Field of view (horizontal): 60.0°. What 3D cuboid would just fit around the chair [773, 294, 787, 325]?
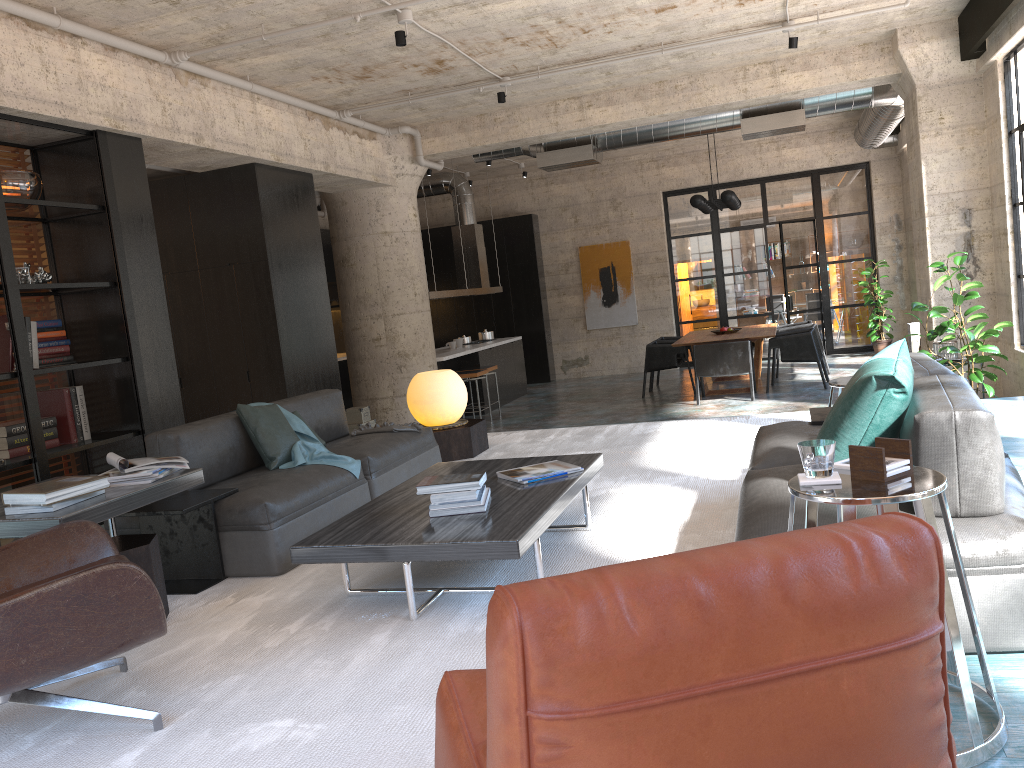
[{"bbox_3d":[5.651,-1.380,18.628,0.684,1.015,0.653,-11,7,-38],"label":"chair"}]

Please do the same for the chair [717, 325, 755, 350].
[{"bbox_3d":[3.457,-0.505,13.742,0.707,0.738,0.754,-5,6,18],"label":"chair"}]

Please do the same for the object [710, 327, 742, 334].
[{"bbox_3d":[2.987,-0.747,12.359,0.435,0.079,0.435,-11,7,-36],"label":"object"}]

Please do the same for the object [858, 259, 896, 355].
[{"bbox_3d":[5.808,-1.218,14.104,0.514,1.552,0.886,-5,6,15],"label":"object"}]

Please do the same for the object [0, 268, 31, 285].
[{"bbox_3d":[-3.077,-0.673,5.234,0.200,0.200,0.409,-4,6,28],"label":"object"}]

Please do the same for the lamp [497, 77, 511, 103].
[{"bbox_3d":[-0.074,-2.777,8.377,0.141,0.215,0.107,-7,6,0],"label":"lamp"}]

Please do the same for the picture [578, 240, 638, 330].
[{"bbox_3d":[1.721,-1.758,15.854,0.928,1.494,0.029,-5,6,18],"label":"picture"}]

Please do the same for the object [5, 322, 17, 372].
[{"bbox_3d":[-2.999,-0.227,5.380,0.099,0.301,0.099,-5,6,12],"label":"object"}]

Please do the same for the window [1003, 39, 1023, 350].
[{"bbox_3d":[4.152,-1.456,6.946,0.081,2.530,1.780,-5,6,18],"label":"window"}]

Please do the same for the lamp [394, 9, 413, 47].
[{"bbox_3d":[-0.754,-2.483,6.188,0.141,0.215,0.107,-7,6,0],"label":"lamp"}]

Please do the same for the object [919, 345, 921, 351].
[{"bbox_3d":[4.622,-0.406,9.825,0.415,0.333,0.248,-11,7,-36],"label":"object"}]

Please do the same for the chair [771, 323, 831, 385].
[{"bbox_3d":[3.993,-0.429,12.328,0.754,0.738,0.707,-4,6,23],"label":"chair"}]

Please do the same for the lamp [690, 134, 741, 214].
[{"bbox_3d":[2.754,-3.059,12.144,0.583,1.327,1.813,-5,6,18],"label":"lamp"}]

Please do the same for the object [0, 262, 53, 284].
[{"bbox_3d":[-3.146,-0.705,5.778,0.323,0.177,0.322,-5,6,18],"label":"object"}]

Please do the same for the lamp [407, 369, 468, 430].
[{"bbox_3d":[-0.568,0.112,6.758,0.462,0.417,0.462,-12,8,-44],"label":"lamp"}]

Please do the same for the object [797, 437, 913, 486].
[{"bbox_3d":[0.838,0.181,2.195,0.287,0.096,0.206,-10,7,-32],"label":"object"}]

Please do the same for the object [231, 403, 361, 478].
[{"bbox_3d":[-1.291,0.325,5.037,0.985,0.438,0.444,-1,8,44],"label":"object"}]

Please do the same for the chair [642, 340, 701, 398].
[{"bbox_3d":[2.221,-0.241,12.518,0.754,0.738,0.707,-5,6,18],"label":"chair"}]

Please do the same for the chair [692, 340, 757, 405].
[{"bbox_3d":[2.699,-0.173,11.251,0.707,0.738,0.754,-5,6,18],"label":"chair"}]

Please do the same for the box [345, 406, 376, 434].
[{"bbox_3d":[-1.433,0.440,8.324,0.280,0.441,0.331,-6,6,7],"label":"box"}]

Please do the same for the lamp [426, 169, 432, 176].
[{"bbox_3d":[-1.282,-3.247,13.345,0.145,0.236,0.107,-7,6,1],"label":"lamp"}]

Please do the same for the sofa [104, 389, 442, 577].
[{"bbox_3d":[-1.262,0.450,5.129,1.019,0.680,2.063,-5,6,18],"label":"sofa"}]

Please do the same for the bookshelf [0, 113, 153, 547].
[{"bbox_3d":[-3.306,-0.223,4.810,0.628,2.571,2.900,-5,6,18],"label":"bookshelf"}]

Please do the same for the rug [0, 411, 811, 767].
[{"bbox_3d":[-0.131,0.808,3.616,2.954,0.032,7.768,-5,6,18],"label":"rug"}]

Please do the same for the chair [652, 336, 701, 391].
[{"bbox_3d":[2.443,-0.335,13.211,0.754,0.738,0.707,-5,6,18],"label":"chair"}]

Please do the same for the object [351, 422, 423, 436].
[{"bbox_3d":[-0.786,0.326,5.828,0.433,0.185,0.429,-5,6,14],"label":"object"}]

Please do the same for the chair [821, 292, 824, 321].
[{"bbox_3d":[5.814,-1.233,16.934,0.653,1.015,0.684,-5,6,17],"label":"chair"}]

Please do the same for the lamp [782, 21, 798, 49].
[{"bbox_3d":[2.378,-2.975,7.584,0.107,0.236,0.145,-7,6,1],"label":"lamp"}]

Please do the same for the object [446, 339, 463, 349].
[{"bbox_3d":[-0.845,-0.597,13.126,0.188,0.133,0.437,-5,6,18],"label":"object"}]

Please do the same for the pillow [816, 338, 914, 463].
[{"bbox_3d":[1.306,0.076,3.263,0.349,0.466,1.042,-4,6,28],"label":"pillow"}]

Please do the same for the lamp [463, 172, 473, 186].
[{"bbox_3d":[-0.748,-3.487,15.120,0.145,0.236,0.107,-7,6,1],"label":"lamp"}]

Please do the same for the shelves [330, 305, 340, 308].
[{"bbox_3d":[-3.789,-1.126,13.988,0.403,0.043,4.362,-5,6,18],"label":"shelves"}]

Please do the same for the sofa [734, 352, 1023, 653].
[{"bbox_3d":[1.391,0.309,3.406,1.019,0.680,2.063,-5,6,18],"label":"sofa"}]

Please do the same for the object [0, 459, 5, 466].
[{"bbox_3d":[-3.019,0.263,5.048,0.218,0.433,0.218,-6,6,10],"label":"object"}]

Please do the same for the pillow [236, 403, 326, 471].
[{"bbox_3d":[-1.261,0.262,5.024,0.320,0.393,0.670,-4,6,24],"label":"pillow"}]

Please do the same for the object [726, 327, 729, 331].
[{"bbox_3d":[3.026,-0.764,12.394,0.110,0.082,0.088,-10,7,-32],"label":"object"}]

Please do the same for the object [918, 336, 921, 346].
[{"bbox_3d":[4.833,-0.501,10.363,0.199,0.365,0.703,-4,6,29],"label":"object"}]

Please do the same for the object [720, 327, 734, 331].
[{"bbox_3d":[2.988,-0.759,12.333,0.219,0.097,0.100,-10,6,-28],"label":"object"}]

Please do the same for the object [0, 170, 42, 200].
[{"bbox_3d":[-3.224,-1.216,5.645,0.430,0.217,0.434,-5,6,21],"label":"object"}]

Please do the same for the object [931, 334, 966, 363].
[{"bbox_3d":[3.978,-0.344,8.156,0.327,0.253,0.546,-5,6,18],"label":"object"}]

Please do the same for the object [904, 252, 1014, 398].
[{"bbox_3d":[3.832,-0.349,7.581,0.886,1.552,0.514,-6,6,5],"label":"object"}]

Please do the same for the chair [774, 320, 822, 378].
[{"bbox_3d":[4.206,-0.528,13.085,0.754,0.738,0.707,-5,6,18],"label":"chair"}]

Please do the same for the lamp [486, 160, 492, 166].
[{"bbox_3d":[-0.373,-3.325,13.055,0.145,0.236,0.107,-7,6,1],"label":"lamp"}]

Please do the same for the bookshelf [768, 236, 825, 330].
[{"bbox_3d":[6.792,-2.319,20.845,3.034,2.179,0.366,-5,6,18],"label":"bookshelf"}]

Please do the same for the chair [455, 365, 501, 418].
[{"bbox_3d":[-0.443,0.129,12.111,0.450,0.698,0.450,-5,6,18],"label":"chair"}]

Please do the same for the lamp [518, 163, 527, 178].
[{"bbox_3d":[0.181,-3.566,14.823,0.145,0.236,0.107,-7,6,1],"label":"lamp"}]

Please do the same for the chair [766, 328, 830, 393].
[{"bbox_3d":[3.699,-0.318,11.542,0.754,0.738,0.707,-4,6,23],"label":"chair"}]
